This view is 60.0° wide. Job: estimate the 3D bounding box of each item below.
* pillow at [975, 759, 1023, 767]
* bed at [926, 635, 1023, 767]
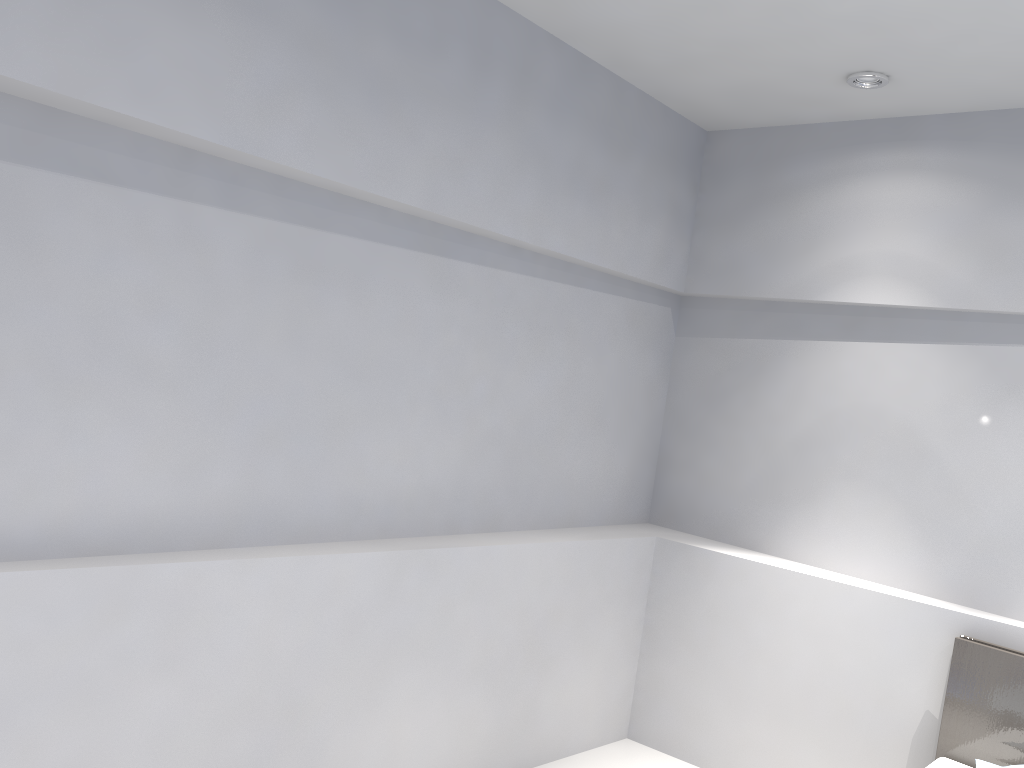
[{"bbox_3d":[1.675,1.241,2.490,0.746,0.173,0.417,9,1,37],"label":"pillow"},{"bbox_3d":[1.143,1.229,2.002,1.411,0.752,2.319,9,1,42],"label":"bed"}]
